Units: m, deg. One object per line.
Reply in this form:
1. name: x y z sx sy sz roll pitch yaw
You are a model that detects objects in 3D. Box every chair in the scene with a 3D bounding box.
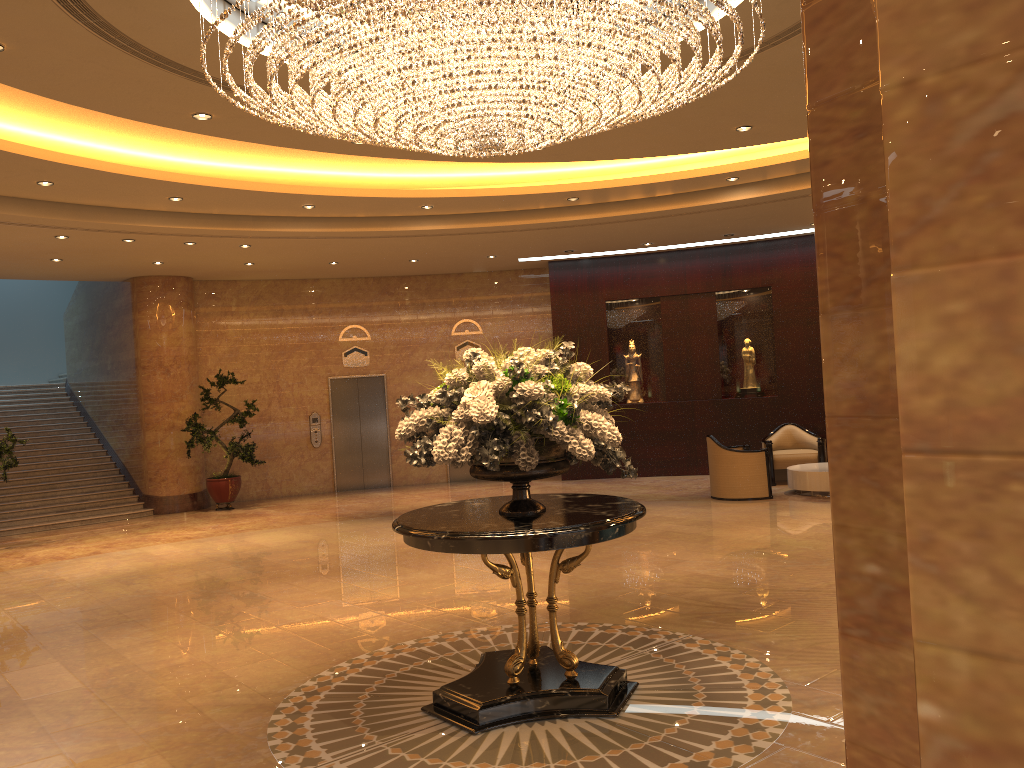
1. chair: 4.408 1.086 13.904 0.951 0.916 0.769 -3 0 11
2. chair: 3.212 1.163 12.734 0.769 0.916 0.951 -4 0 -4

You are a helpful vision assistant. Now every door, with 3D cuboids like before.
1. door: -0.753 0.781 16.991 1.070 2.149 0.150 -4 0 -3
2. door: -2.850 0.909 16.673 1.070 2.145 0.150 -4 0 -13

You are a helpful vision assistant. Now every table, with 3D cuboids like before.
1. table: 4.563 1.361 12.675 1.196 0.354 1.196 -4 0 -12
2. table: 0.073 1.289 5.240 1.493 1.089 1.493 -3 0 45

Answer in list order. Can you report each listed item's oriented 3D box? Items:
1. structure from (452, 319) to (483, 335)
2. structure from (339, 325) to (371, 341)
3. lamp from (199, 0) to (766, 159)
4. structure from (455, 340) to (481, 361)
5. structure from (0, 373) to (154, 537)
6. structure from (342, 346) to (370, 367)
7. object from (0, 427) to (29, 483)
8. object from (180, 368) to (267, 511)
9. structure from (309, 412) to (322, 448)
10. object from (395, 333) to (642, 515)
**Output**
1. structure: -0.865 -1.091 16.934 0.600 0.293 0.010 -4 0 -3
2. structure: -2.953 -0.961 16.626 0.600 0.293 0.010 -4 0 -14
3. lamp: -0.167 -1.991 5.273 3.204 1.196 3.206 -4 0 -2
4. structure: -0.836 -0.645 16.937 0.504 0.405 0.012 -4 0 -3
5. structure: -9.274 -0.408 16.560 9.849 5.560 7.472 -4 0 -39
6. structure: -2.926 -0.515 16.629 0.504 0.405 0.012 -4 0 -14
7. object: -7.365 1.092 12.218 1.250 2.363 0.843 -3 0 32
8. object: -4.826 0.927 14.817 1.250 2.363 0.843 -4 0 -17
9. structure: -3.629 0.852 16.389 0.200 0.661 0.053 -4 0 -17
10. object: -0.003 0.249 5.203 1.318 0.999 1.277 -4 0 -8
